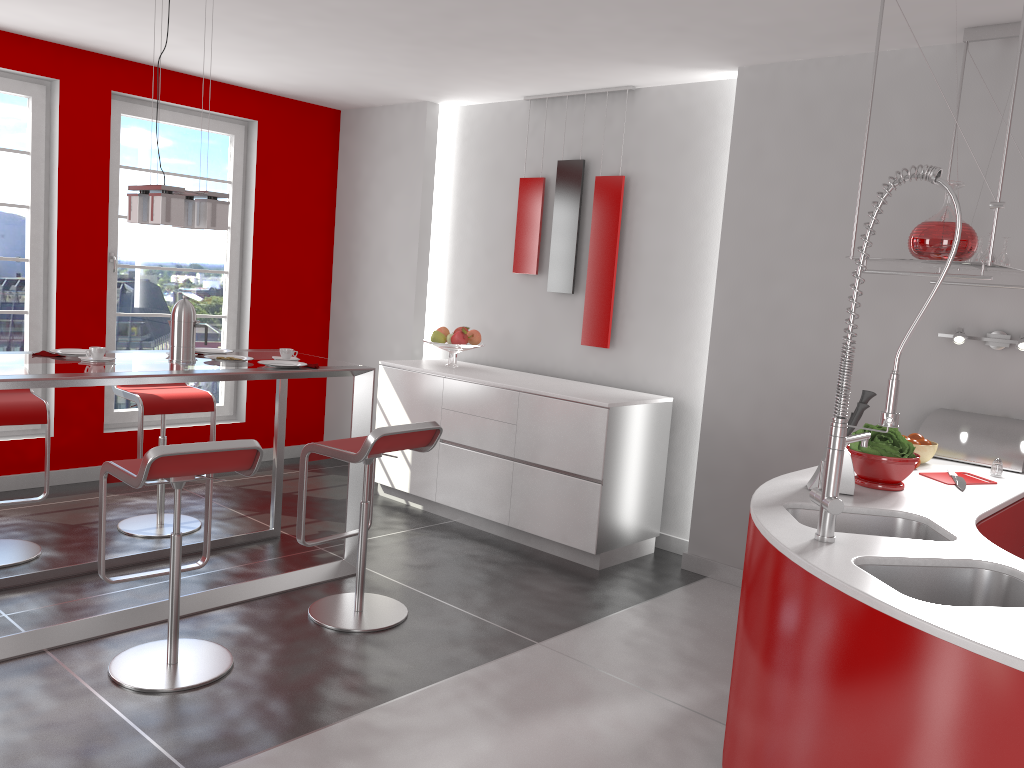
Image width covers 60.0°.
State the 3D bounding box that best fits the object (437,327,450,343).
[{"bbox_3d":[-0.442,-0.315,5.692,0.096,0.105,0.117,2,7,-19],"label":"object"}]

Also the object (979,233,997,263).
[{"bbox_3d":[1.770,-0.488,3.291,0.060,0.141,0.060,11,9,41],"label":"object"}]

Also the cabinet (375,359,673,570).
[{"bbox_3d":[-0.010,0.399,5.336,1.802,0.880,0.610,11,9,41],"label":"cabinet"}]

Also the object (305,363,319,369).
[{"bbox_3d":[-0.924,-0.088,4.046,0.234,0.012,0.095,11,9,41],"label":"object"}]

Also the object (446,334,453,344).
[{"bbox_3d":[-0.374,-0.282,5.645,0.086,0.079,0.084,2,7,-20],"label":"object"}]

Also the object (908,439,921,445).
[{"bbox_3d":[1.535,0.236,3.402,0.066,0.049,0.062,-1,9,-40],"label":"object"}]

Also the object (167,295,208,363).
[{"bbox_3d":[-1.409,-0.241,3.846,0.149,0.287,0.113,-1,9,-40],"label":"object"}]

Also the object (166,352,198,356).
[{"bbox_3d":[-1.496,-0.131,4.017,0.119,0.016,0.119,10,9,39],"label":"object"}]

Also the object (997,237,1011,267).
[{"bbox_3d":[1.897,-0.494,3.421,0.060,0.141,0.060,11,9,41],"label":"object"}]

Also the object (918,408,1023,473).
[{"bbox_3d":[1.899,0.220,3.608,0.400,0.170,0.300,11,9,41],"label":"object"}]

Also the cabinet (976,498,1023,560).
[{"bbox_3d":[1.714,0.825,2.646,1.025,0.761,1.875,4,7,-3],"label":"cabinet"}]

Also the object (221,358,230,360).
[{"bbox_3d":[-1.281,-0.113,3.969,0.036,0.006,0.034,1,8,-24],"label":"object"}]

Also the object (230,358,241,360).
[{"bbox_3d":[-1.243,-0.112,3.988,0.036,0.006,0.034,8,8,30],"label":"object"}]

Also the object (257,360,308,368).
[{"bbox_3d":[-1.021,-0.086,3.948,0.217,0.015,0.217,3,7,-12],"label":"object"}]

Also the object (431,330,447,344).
[{"bbox_3d":[-0.459,-0.291,5.547,0.100,0.086,0.083,5,7,1],"label":"object"}]

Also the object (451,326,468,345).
[{"bbox_3d":[-0.331,-0.298,5.530,0.117,0.133,0.097,9,8,31],"label":"object"}]

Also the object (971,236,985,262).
[{"bbox_3d":[1.828,-0.505,3.470,0.060,0.141,0.060,11,9,41],"label":"object"}]

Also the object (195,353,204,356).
[{"bbox_3d":[-1.540,-0.148,4.145,0.234,0.012,0.095,10,9,40],"label":"object"}]

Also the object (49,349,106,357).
[{"bbox_3d":[-1.853,-0.131,3.785,0.217,0.015,0.217,1,7,-24],"label":"object"}]

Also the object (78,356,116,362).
[{"bbox_3d":[-1.701,-0.101,3.637,0.119,0.016,0.119,7,7,22],"label":"object"}]

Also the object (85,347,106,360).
[{"bbox_3d":[-1.706,-0.125,3.631,0.078,0.049,0.062,1,8,-25],"label":"object"}]

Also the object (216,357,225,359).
[{"bbox_3d":[-1.312,-0.119,3.996,0.034,0.006,0.036,-1,8,-36],"label":"object"}]

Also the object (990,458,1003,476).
[{"bbox_3d":[1.801,0.309,3.292,0.043,0.066,0.042,0,8,-35],"label":"object"}]

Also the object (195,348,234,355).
[{"bbox_3d":[-1.445,-0.155,4.246,0.217,0.015,0.217,7,7,17],"label":"object"}]

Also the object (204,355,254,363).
[{"bbox_3d":[-1.277,-0.112,4.002,0.217,0.015,0.217,3,7,-11],"label":"object"}]

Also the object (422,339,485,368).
[{"bbox_3d":[-0.374,-0.188,5.629,0.398,0.159,0.398,5,7,1],"label":"object"}]

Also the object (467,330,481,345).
[{"bbox_3d":[-0.236,-0.295,5.621,0.097,0.101,0.121,7,7,20],"label":"object"}]

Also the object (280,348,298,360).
[{"bbox_3d":[-1.057,-0.140,4.179,0.062,0.049,0.078,10,9,41],"label":"object"}]

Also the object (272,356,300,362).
[{"bbox_3d":[-1.064,-0.116,4.176,0.119,0.016,0.119,1,8,-28],"label":"object"}]

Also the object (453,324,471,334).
[{"bbox_3d":[-0.322,-0.321,5.713,0.117,0.129,0.150,4,7,-1],"label":"object"}]
